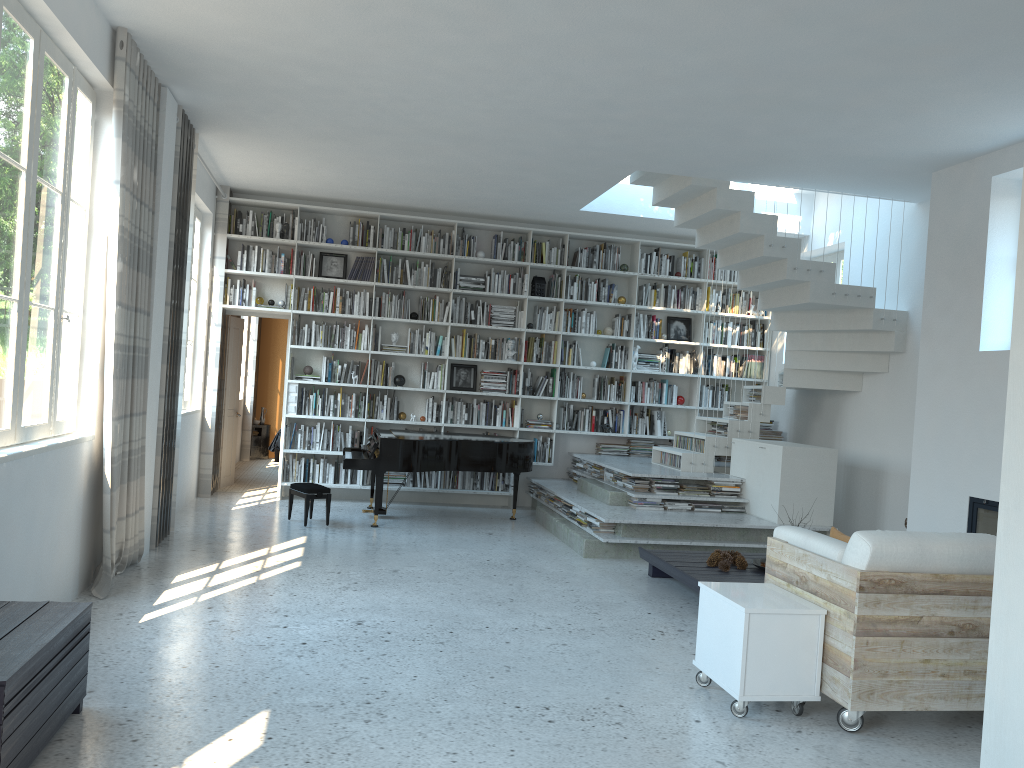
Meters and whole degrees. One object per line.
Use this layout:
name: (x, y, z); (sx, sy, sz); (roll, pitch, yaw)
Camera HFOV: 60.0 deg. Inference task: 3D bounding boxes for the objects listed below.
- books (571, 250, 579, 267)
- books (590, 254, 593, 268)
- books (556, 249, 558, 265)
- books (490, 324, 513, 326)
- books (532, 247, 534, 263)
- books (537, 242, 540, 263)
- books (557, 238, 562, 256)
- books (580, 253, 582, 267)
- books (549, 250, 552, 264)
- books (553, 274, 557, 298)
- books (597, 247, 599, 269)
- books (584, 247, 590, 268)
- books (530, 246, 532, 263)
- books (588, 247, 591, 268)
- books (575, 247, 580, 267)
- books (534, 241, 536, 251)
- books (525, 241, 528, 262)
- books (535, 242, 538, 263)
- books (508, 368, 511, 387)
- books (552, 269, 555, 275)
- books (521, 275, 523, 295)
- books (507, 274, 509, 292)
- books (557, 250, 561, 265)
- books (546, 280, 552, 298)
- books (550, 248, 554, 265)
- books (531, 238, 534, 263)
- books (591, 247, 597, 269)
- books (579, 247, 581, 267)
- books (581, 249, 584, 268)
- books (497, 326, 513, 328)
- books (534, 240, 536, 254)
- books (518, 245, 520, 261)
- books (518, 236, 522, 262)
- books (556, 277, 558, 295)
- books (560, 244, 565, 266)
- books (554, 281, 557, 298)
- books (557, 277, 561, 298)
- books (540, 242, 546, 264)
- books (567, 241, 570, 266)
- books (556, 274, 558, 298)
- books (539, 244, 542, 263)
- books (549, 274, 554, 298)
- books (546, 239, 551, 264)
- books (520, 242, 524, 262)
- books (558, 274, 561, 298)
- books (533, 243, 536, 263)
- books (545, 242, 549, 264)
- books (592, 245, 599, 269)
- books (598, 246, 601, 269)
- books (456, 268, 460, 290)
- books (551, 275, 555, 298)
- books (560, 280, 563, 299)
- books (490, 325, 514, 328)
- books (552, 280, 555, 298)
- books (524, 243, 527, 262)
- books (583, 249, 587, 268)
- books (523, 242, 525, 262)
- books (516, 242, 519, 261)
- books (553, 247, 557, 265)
books: (0.716, -1.410, 10.105); (0.046, 0.206, 0.183); (4, 0, -11)
books: (0.887, -1.391, 10.174); (0.031, 0.190, 0.132); (4, 0, -11)
books: (0.491, -1.425, 10.081); (0.025, 0.203, 0.162); (4, 0, -11)
books: (-0.120, -0.660, 9.978); (0.254, 0.012, 0.161); (4, 0, -8)
books: (0.222, -1.438, 10.026); (0.015, 0.192, 0.160); (4, 0, -11)
books: (0.288, -1.468, 10.038); (0.008, 0.262, 0.142); (4, 0, -11)
books: (0.533, -1.485, 10.098); (0.012, 0.329, 0.128); (4, 0, -11)
books: (0.770, -1.396, 10.131); (0.009, 0.183, 0.160); (4, 0, -11)
books: (0.416, -1.418, 10.049); (0.022, 0.180, 0.173); (4, 0, -11)
books: (0.471, -1.102, 10.061); (0.021, 0.288, 0.179); (4, 0, -11)
books: (0.966, -1.438, 10.182); (0.017, 0.295, 0.139); (4, 0, -11)
books: (0.842, -1.427, 10.145); (0.030, 0.255, 0.161); (4, 0, -11)
books: (0.197, -1.445, 10.032); (0.016, 0.204, 0.143); (4, 0, -11)
books: (0.867, -1.426, 10.151); (0.021, 0.256, 0.168); (4, 0, -11)
books: (0.743, -1.428, 10.117); (0.009, 0.244, 0.173); (4, 0, -11)
books: (0.243, -1.470, 10.019); (0.006, 0.260, 0.166); (4, 0, -11)
books: (0.154, -1.475, 10.017); (0.022, 0.257, 0.136); (4, 0, -11)
books: (0.269, -1.469, 10.026); (0.034, 0.261, 0.157); (4, 0, -11)
books: (-0.041, -0.035, 10.027); (0.011, 0.299, 0.130); (4, 0, -11)
books: (0.454, -1.128, 10.079); (0.025, 0.339, 0.142); (4, 0, -11)
books: (0.098, -1.131, 10.023); (0.010, 0.299, 0.133); (4, 0, -11)
books: (-0.063, -1.112, 9.988); (0.011, 0.239, 0.139); (4, 0, -11)
books: (0.515, -1.418, 10.078); (0.022, 0.194, 0.181); (4, 0, -11)
books: (0.418, -1.068, 10.078); (0.019, 0.214, 0.156); (4, 0, -11)
books: (0.439, -1.427, 10.054); (0.024, 0.202, 0.180); (4, 0, -11)
books: (0.215, -1.491, 10.017); (0.007, 0.298, 0.181); (4, 0, -11)
books: (0.926, -1.423, 10.139); (0.028, 0.258, 0.184); (4, 0, -11)
books: (0.751, -1.427, 10.127); (0.011, 0.244, 0.172); (4, 0, -11)
books: (0.785, -1.418, 10.121); (0.013, 0.229, 0.174); (4, 0, -11)
books: (-0.123, -0.635, 9.984); (0.254, 0.012, 0.161); (4, 0, -11)
books: (0.248, -1.479, 10.031); (0.007, 0.279, 0.150); (4, 0, -11)
books: (0.067, -1.454, 10.008); (0.014, 0.204, 0.135); (4, 0, -11)
books: (0.085, -1.505, 10.003); (0.012, 0.308, 0.138); (4, 0, -11)
books: (0.490, -1.084, 10.075); (0.005, 0.255, 0.158); (4, 0, -11)
books: (0.557, -1.445, 10.070); (0.029, 0.253, 0.186); (4, 0, -11)
books: (0.478, -1.063, 10.083); (0.013, 0.210, 0.140); (4, 0, -11)
books: (0.514, -1.079, 10.065); (0.013, 0.248, 0.186); (4, 0, -11)
books: (0.342, -1.461, 10.033); (0.054, 0.254, 0.190); (4, 0, -11)
books: (0.620, -1.466, 10.082); (0.019, 0.304, 0.176); (4, 0, -11)
books: (0.495, -1.100, 10.104); (0.013, 0.289, 0.131); (4, 0, -11)
books: (0.302, -1.453, 10.023); (0.015, 0.234, 0.171); (4, 0, -11)
books: (0.433, -1.096, 10.047); (0.021, 0.272, 0.190); (4, 0, -11)
books: (0.404, -1.478, 10.048); (0.010, 0.297, 0.167); (4, 0, -11)
books: (0.103, -1.471, 9.999); (0.028, 0.244, 0.161); (4, 0, -11)
books: (0.533, -1.099, 10.103); (0.005, 0.292, 0.130); (4, 0, -11)
books: (0.239, -1.460, 10.003); (0.007, 0.239, 0.191); (4, 0, -11)
books: (0.380, -1.468, 10.062); (0.030, 0.274, 0.151); (4, 0, -11)
books: (0.948, -1.438, 10.167); (0.024, 0.292, 0.167); (4, 0, -11)
books: (0.983, -1.432, 10.180); (0.007, 0.285, 0.159); (4, 0, -11)
books: (-0.608, -1.154, 9.851); (0.021, 0.249, 0.191); (4, 0, -11)
books: (0.447, -1.095, 10.063); (0.022, 0.272, 0.181); (4, 0, -11)
books: (0.544, -1.060, 10.071); (0.008, 0.214, 0.223); (4, 0, -11)
books: (-0.120, -0.647, 9.976); (0.254, 0.012, 0.161); (4, 0, -15)
books: (0.455, -1.067, 10.081); (0.024, 0.217, 0.168); (4, 0, -11)
books: (0.137, -1.467, 10.008); (0.014, 0.239, 0.153); (4, 0, -11)
books: (0.812, -1.414, 10.140); (0.028, 0.226, 0.163); (4, 0, -11)
books: (0.122, -1.470, 10.013); (0.014, 0.244, 0.145); (4, 0, -11)
books: (0.047, -1.470, 10.010); (0.026, 0.234, 0.137); (4, 0, -11)
books: (0.468, -1.431, 10.056); (0.031, 0.213, 0.169); (4, 0, -11)
